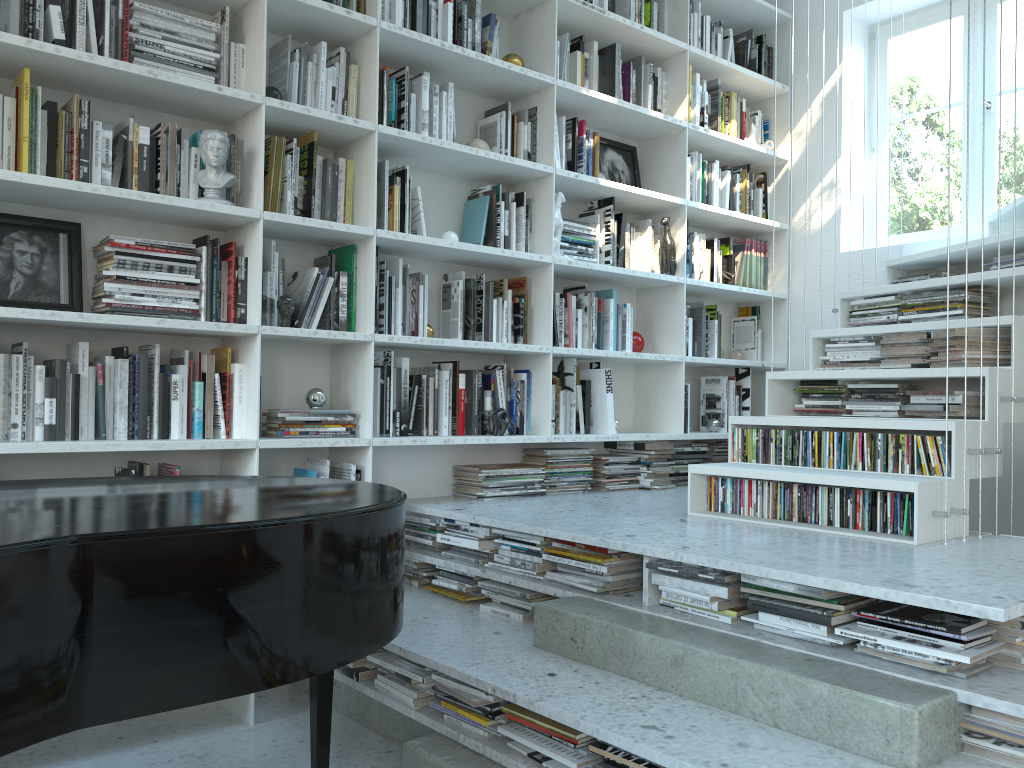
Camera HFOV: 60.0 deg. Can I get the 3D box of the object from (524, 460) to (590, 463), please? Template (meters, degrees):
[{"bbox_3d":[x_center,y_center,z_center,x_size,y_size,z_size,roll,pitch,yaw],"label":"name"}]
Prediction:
[{"bbox_3d":[0.199,0.339,3.946,0.254,0.006,0.161,2,-2,-39],"label":"object"}]

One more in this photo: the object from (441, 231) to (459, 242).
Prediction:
[{"bbox_3d":[-0.246,-0.567,3.501,0.071,0.072,0.071,1,-1,9],"label":"object"}]

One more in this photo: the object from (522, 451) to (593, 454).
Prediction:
[{"bbox_3d":[0.201,0.301,3.948,0.285,0.005,0.159,2,-2,-39],"label":"object"}]

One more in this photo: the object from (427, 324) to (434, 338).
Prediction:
[{"bbox_3d":[-0.341,-0.201,3.469,0.071,0.072,0.071,1,-1,9],"label":"object"}]

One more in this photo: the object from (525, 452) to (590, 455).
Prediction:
[{"bbox_3d":[0.201,0.307,3.948,0.254,0.006,0.161,2,-2,-39],"label":"object"}]

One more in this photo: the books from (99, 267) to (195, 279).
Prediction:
[{"bbox_3d":[-1.160,-0.343,2.816,0.254,0.012,0.161,2,-2,-36],"label":"books"}]

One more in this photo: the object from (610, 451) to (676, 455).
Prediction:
[{"bbox_3d":[0.625,0.328,4.242,0.144,0.004,0.295,2,-2,-41],"label":"object"}]

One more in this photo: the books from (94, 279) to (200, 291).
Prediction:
[{"bbox_3d":[-1.158,-0.307,2.812,0.285,0.012,0.159,2,-2,-34],"label":"books"}]

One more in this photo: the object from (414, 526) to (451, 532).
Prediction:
[{"bbox_3d":[-0.291,0.553,3.456,0.135,0.011,0.221,2,-2,-35],"label":"object"}]

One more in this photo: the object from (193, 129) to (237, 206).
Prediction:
[{"bbox_3d":[-0.948,-0.678,2.814,0.138,0.244,0.137,1,-1,16],"label":"object"}]

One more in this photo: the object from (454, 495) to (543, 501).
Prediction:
[{"bbox_3d":[-0.053,0.467,3.722,0.346,0.007,0.193,2,-2,-44],"label":"object"}]

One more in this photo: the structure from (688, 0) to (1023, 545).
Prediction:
[{"bbox_3d":[1.495,-0.897,2.667,2.614,3.381,1.954,2,-1,-39],"label":"structure"}]

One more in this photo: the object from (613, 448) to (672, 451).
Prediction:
[{"bbox_3d":[0.624,0.312,4.241,0.141,0.005,0.259,2,-2,-35],"label":"object"}]

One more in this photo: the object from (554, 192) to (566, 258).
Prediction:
[{"bbox_3d":[0.183,-0.661,3.709,0.087,0.288,0.075,1,-1,-4],"label":"object"}]

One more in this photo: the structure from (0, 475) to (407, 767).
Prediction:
[{"bbox_3d":[-0.966,0.640,1.531,1.918,0.832,1.334,2,-2,-39],"label":"structure"}]

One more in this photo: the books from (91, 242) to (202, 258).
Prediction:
[{"bbox_3d":[-1.156,-0.416,2.813,0.285,0.012,0.159,2,-2,-44],"label":"books"}]

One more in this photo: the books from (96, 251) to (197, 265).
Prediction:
[{"bbox_3d":[-1.158,-0.392,2.815,0.254,0.012,0.161,2,-2,-43],"label":"books"}]

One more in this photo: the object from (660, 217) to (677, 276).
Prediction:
[{"bbox_3d":[0.736,-0.641,4.188,0.087,0.288,0.075,1,-1,-4],"label":"object"}]

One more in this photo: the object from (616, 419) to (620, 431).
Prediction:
[{"bbox_3d":[0.469,0.193,4.150,0.071,0.072,0.071,1,-1,9],"label":"object"}]

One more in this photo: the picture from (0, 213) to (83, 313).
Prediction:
[{"bbox_3d":[-1.448,-0.354,2.647,0.300,0.299,0.077,2,-1,-39],"label":"picture"}]

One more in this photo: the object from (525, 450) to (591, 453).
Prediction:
[{"bbox_3d":[0.203,0.296,3.946,0.254,0.006,0.161,2,-2,-38],"label":"object"}]

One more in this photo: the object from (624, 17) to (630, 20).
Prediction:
[{"bbox_3d":[0.515,-1.644,4.072,0.071,0.072,0.071,1,-1,9],"label":"object"}]

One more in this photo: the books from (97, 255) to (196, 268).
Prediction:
[{"bbox_3d":[-1.160,-0.380,2.816,0.254,0.012,0.161,2,-2,-42],"label":"books"}]

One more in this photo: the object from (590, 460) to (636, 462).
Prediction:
[{"bbox_3d":[0.485,0.355,4.184,0.328,0.008,0.207,2,-2,-39],"label":"object"}]

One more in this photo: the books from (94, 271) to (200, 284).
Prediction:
[{"bbox_3d":[-1.157,-0.331,2.812,0.285,0.012,0.159,2,-2,-34],"label":"books"}]

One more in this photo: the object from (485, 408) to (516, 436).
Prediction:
[{"bbox_3d":[-0.043,0.151,3.517,0.064,0.114,0.160,0,-1,38],"label":"object"}]

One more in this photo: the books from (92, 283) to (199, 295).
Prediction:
[{"bbox_3d":[-1.163,-0.295,2.817,0.285,0.012,0.159,2,-2,-37],"label":"books"}]

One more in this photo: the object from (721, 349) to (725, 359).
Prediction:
[{"bbox_3d":[1.071,-0.152,4.621,0.071,0.072,0.071,1,-1,9],"label":"object"}]

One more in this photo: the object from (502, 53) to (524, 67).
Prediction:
[{"bbox_3d":[0.001,-1.309,3.657,0.100,0.101,0.100,0,-1,28],"label":"object"}]

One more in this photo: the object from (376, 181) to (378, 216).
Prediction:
[{"bbox_3d":[-0.546,-0.643,3.322,0.013,0.208,0.140,1,-1,-39],"label":"object"}]

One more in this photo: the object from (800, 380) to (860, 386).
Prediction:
[{"bbox_3d":[1.262,-0.004,3.517,0.161,0.025,0.174,2,-2,-36],"label":"object"}]

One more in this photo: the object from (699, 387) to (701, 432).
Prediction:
[{"bbox_3d":[1.010,0.131,4.569,0.008,0.232,0.101,1,-1,-39],"label":"object"}]

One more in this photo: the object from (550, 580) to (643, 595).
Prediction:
[{"bbox_3d":[0.264,0.622,2.770,0.145,0.010,0.266,2,-2,-43],"label":"object"}]

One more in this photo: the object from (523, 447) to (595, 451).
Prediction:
[{"bbox_3d":[0.209,0.290,3.939,0.285,0.005,0.159,2,-2,-34],"label":"object"}]

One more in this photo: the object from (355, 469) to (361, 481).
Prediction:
[{"bbox_3d":[-0.579,0.434,3.191,0.011,0.260,0.142,1,-1,-39],"label":"object"}]

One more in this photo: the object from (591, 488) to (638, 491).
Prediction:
[{"bbox_3d":[0.484,0.485,4.183,0.328,0.008,0.207,2,-2,-39],"label":"object"}]

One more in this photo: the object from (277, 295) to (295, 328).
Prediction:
[{"bbox_3d":[-0.750,-0.240,2.946,0.054,0.113,0.079,2,-1,-41],"label":"object"}]

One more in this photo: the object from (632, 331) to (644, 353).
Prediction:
[{"bbox_3d":[0.570,-0.191,4.203,0.115,0.116,0.115,0,-1,28],"label":"object"}]

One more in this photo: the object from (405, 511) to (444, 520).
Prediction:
[{"bbox_3d":[-0.287,0.501,3.460,0.131,0.025,0.290,2,-2,-37],"label":"object"}]

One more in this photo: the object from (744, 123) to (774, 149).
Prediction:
[{"bbox_3d":[1.281,-1.285,4.654,0.203,0.137,0.095,1,-1,-24],"label":"object"}]

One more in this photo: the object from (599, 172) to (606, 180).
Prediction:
[{"bbox_3d":[0.381,-0.923,4.041,0.091,0.092,0.091,1,-1,9],"label":"object"}]

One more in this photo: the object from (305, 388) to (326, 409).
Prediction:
[{"bbox_3d":[-0.681,0.049,3.080,0.071,0.072,0.071,1,-1,9],"label":"object"}]

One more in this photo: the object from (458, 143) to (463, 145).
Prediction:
[{"bbox_3d":[-0.218,-0.932,3.553,0.068,0.068,0.068,0,-1,28],"label":"object"}]

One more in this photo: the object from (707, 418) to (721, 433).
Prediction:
[{"bbox_3d":[1.019,0.209,4.475,0.071,0.072,0.071,1,-1,9],"label":"object"}]

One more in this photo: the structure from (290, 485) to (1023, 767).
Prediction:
[{"bbox_3d":[1.121,0.796,2.856,2.900,0.659,3.112,2,-2,-39],"label":"structure"}]

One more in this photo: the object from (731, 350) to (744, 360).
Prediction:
[{"bbox_3d":[1.221,-0.145,4.797,0.071,0.072,0.071,1,-1,9],"label":"object"}]

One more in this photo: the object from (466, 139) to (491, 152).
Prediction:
[{"bbox_3d":[-0.144,-0.950,3.644,0.111,0.113,0.111,0,-1,28],"label":"object"}]

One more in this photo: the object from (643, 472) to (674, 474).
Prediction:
[{"bbox_3d":[0.627,0.415,4.243,0.132,0.007,0.294,2,-2,-36],"label":"object"}]

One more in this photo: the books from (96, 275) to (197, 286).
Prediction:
[{"bbox_3d":[-1.158,-0.319,2.812,0.254,0.012,0.161,2,-2,-44],"label":"books"}]

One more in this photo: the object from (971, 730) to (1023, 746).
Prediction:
[{"bbox_3d":[1.058,0.711,1.833,0.204,0.004,0.140,2,-2,-36],"label":"object"}]

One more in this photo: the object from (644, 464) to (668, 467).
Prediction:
[{"bbox_3d":[0.633,0.383,4.248,0.134,0.015,0.199,2,-2,-39],"label":"object"}]

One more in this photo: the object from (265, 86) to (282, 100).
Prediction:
[{"bbox_3d":[-0.807,-0.961,2.975,0.071,0.072,0.071,1,-1,9],"label":"object"}]

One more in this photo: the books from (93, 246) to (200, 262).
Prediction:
[{"bbox_3d":[-1.161,-0.404,2.818,0.285,0.012,0.159,2,-2,-37],"label":"books"}]

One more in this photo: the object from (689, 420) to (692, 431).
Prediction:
[{"bbox_3d":[0.842,0.203,4.329,0.071,0.072,0.071,1,-1,9],"label":"object"}]

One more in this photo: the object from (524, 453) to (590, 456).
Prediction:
[{"bbox_3d":[0.201,0.312,3.948,0.254,0.006,0.161,2,-2,-39],"label":"object"}]

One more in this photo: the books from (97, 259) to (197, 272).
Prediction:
[{"bbox_3d":[-1.159,-0.367,2.814,0.254,0.012,0.161,2,-2,-43],"label":"books"}]

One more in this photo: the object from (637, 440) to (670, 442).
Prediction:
[{"bbox_3d":[0.635,0.267,4.249,0.130,0.015,0.210,2,-2,-40],"label":"object"}]

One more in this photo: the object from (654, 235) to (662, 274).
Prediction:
[{"bbox_3d":[0.649,-0.604,4.295,0.022,0.211,0.179,1,-1,-39],"label":"object"}]

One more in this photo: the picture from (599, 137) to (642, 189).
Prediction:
[{"bbox_3d":[0.504,-1.021,4.255,0.300,0.299,0.077,2,-1,-39],"label":"picture"}]

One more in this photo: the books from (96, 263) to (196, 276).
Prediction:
[{"bbox_3d":[-1.160,-0.355,2.816,0.254,0.012,0.161,2,-2,-42],"label":"books"}]
